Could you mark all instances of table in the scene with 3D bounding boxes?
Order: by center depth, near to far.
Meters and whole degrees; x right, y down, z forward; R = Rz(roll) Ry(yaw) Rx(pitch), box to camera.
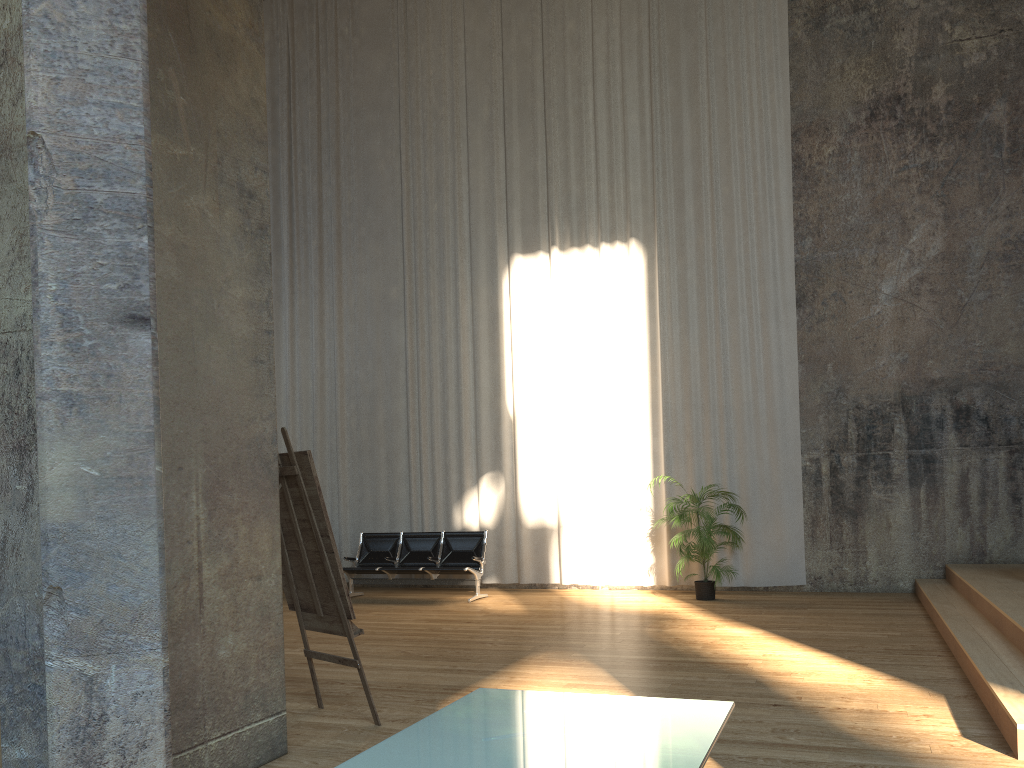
[{"bbox_3d":[-0.012,1.279,2.262,0.941,0.544,1.881,-4,-7,21],"label":"table"}]

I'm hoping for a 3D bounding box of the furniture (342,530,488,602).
[{"bbox_3d":[-1.271,2.284,11.062,1.872,0.841,0.710,-4,-3,21],"label":"furniture"}]

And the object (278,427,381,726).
[{"bbox_3d":[-1.244,0.884,4.927,0.683,2.143,0.703,-2,0,-43],"label":"object"}]

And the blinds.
[{"bbox_3d":[-0.306,-1.625,11.750,7.839,8.636,0.274,-3,0,22],"label":"blinds"}]

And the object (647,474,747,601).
[{"bbox_3d":[2.141,1.759,10.128,1.130,1.453,1.095,-2,-2,12],"label":"object"}]

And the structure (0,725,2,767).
[{"bbox_3d":[-2.772,1.380,4.232,0.736,1.012,0.745,-3,-2,21],"label":"structure"}]
